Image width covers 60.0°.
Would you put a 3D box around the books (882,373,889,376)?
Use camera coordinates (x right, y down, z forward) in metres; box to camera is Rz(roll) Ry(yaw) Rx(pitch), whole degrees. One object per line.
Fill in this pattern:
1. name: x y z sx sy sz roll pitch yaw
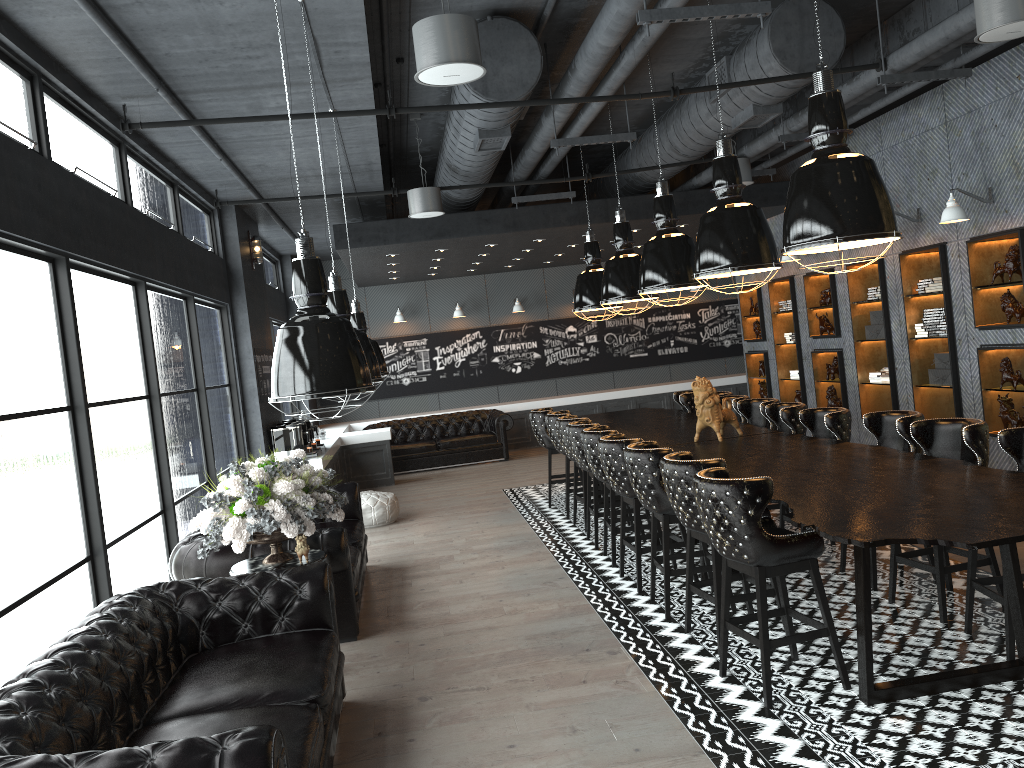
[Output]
1. books: 4.239 -0.115 9.858 0.197 0.023 0.248 -6 2 10

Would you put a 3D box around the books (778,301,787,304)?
1. books: 3.847 -1.148 12.321 0.193 0.028 0.245 -7 2 -10

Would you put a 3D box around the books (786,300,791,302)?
1. books: 3.885 -1.141 12.037 0.194 0.028 0.245 -8 3 -35

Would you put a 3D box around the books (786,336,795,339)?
1. books: 3.908 -0.644 12.162 0.245 0.028 0.193 -7 2 -7

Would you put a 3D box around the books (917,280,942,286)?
1. books: 4.289 -1.035 9.030 0.193 0.028 0.245 -7 2 -15

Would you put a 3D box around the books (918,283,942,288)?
1. books: 4.282 -1.006 9.033 0.193 0.028 0.245 -7 2 1

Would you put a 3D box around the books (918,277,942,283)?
1. books: 4.297 -1.064 9.023 0.193 0.028 0.245 -7 2 -7

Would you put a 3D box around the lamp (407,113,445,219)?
1. lamp: -0.941 -2.255 9.141 0.382 1.045 0.380 -8 2 -39

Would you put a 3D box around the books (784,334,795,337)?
1. books: 3.891 -0.671 12.179 0.245 0.028 0.193 -7 2 -4

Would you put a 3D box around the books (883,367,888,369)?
1. books: 4.254 -0.182 9.851 0.185 0.024 0.212 -7 2 -12

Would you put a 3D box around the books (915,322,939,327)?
1. books: 4.283 -0.617 9.069 0.245 0.028 0.193 -7 2 0

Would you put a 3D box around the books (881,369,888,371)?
1. books: 4.235 -0.158 9.844 0.197 0.020 0.206 -7 2 -5

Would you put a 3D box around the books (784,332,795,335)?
1. books: 3.899 -0.701 12.180 0.245 0.028 0.193 -7 2 -14

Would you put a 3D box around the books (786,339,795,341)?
1. books: 3.895 -0.612 12.120 0.245 0.028 0.193 -7 2 2

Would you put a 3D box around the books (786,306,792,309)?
1. books: 3.875 -1.055 12.052 0.193 0.028 0.245 -7 2 -20

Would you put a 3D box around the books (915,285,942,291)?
1. books: 4.263 -0.976 9.051 0.193 0.028 0.245 -6 2 4

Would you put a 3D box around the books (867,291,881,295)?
1. books: 4.155 -1.030 9.975 0.193 0.028 0.245 -7 2 -16

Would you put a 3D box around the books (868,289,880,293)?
1. books: 4.166 -1.062 10.020 0.193 0.028 0.245 -7 2 -1

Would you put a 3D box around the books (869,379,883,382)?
1. books: 4.250 -0.050 10.139 0.180 0.034 0.243 -8 3 -28

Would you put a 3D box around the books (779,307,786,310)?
1. books: 3.844 -1.063 12.344 0.193 0.028 0.245 -6 2 5

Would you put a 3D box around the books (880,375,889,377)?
1. books: 4.231 -0.093 9.851 0.205 0.019 0.264 -7 2 -8

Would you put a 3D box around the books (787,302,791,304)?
1. books: 3.888 -1.112 12.038 0.194 0.028 0.245 -8 3 -27

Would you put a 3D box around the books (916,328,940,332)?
1. books: 4.299 -0.563 9.082 0.245 0.028 0.193 -7 2 -1

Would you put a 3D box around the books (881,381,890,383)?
1. books: 4.238 -0.031 9.847 0.167 0.023 0.228 -7 2 -7

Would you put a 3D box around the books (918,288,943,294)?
1. books: 4.270 -0.947 9.024 0.193 0.028 0.245 -6 2 9

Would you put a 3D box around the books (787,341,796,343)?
1. books: 3.924 -0.589 12.165 0.245 0.028 0.193 -7 2 -11

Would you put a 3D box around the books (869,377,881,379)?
1. books: 4.237 -0.078 10.153 0.166 0.024 0.227 -8 3 -39

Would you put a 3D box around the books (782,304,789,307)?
1. books: 3.893 -1.097 12.329 0.193 0.028 0.245 -7 2 0

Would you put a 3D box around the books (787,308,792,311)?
1. books: 3.897 -1.028 12.041 0.194 0.028 0.245 -8 3 -28

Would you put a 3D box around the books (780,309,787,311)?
1. books: 3.860 -1.036 12.326 0.193 0.028 0.245 -7 2 -3

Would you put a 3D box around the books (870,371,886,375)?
1. books: 4.237 -0.128 10.137 0.225 0.029 0.179 -8 3 -22

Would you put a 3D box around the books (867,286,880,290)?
1. books: 4.148 -1.086 9.977 0.193 0.028 0.245 -7 2 -4

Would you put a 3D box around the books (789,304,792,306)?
1. books: 3.925 -1.089 12.060 0.193 0.028 0.245 -8 3 -25

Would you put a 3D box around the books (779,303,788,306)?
1. books: 3.850 -1.120 12.323 0.193 0.028 0.245 -7 2 -2

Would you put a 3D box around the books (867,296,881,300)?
1. books: 4.159 -0.975 9.999 0.193 0.028 0.245 -7 2 -7

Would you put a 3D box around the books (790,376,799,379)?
1. books: 3.985 -0.104 12.196 0.180 0.034 0.243 -8 3 -38

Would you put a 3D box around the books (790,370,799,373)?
1. books: 3.970 -0.182 12.204 0.225 0.029 0.179 -8 3 -24

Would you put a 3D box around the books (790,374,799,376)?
1. books: 3.971 -0.132 12.210 0.166 0.024 0.227 -7 2 -21

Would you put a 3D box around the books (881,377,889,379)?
1. books: 4.239 -0.073 9.855 0.202 0.022 0.228 -7 2 -4

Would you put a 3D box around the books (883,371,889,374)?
1. books: 4.262 -0.140 9.843 0.244 0.023 0.247 -8 3 -22

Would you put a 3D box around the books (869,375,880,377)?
1. books: 4.254 -0.105 10.176 0.243 0.024 0.175 -7 2 -8

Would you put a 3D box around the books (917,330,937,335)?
1. books: 4.291 -0.531 9.031 0.245 0.028 0.193 -7 2 -8

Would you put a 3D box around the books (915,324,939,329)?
1. books: 4.268 -0.586 9.048 0.245 0.028 0.193 -6 2 6

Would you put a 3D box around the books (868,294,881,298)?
1. books: 4.147 -1.001 9.989 0.193 0.028 0.245 -6 2 4

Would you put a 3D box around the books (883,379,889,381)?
1. books: 4.242 -0.052 9.854 0.158 0.021 0.224 -7 2 2

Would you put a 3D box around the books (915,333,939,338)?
1. books: 4.289 -0.504 9.072 0.245 0.028 0.193 -7 2 -14
